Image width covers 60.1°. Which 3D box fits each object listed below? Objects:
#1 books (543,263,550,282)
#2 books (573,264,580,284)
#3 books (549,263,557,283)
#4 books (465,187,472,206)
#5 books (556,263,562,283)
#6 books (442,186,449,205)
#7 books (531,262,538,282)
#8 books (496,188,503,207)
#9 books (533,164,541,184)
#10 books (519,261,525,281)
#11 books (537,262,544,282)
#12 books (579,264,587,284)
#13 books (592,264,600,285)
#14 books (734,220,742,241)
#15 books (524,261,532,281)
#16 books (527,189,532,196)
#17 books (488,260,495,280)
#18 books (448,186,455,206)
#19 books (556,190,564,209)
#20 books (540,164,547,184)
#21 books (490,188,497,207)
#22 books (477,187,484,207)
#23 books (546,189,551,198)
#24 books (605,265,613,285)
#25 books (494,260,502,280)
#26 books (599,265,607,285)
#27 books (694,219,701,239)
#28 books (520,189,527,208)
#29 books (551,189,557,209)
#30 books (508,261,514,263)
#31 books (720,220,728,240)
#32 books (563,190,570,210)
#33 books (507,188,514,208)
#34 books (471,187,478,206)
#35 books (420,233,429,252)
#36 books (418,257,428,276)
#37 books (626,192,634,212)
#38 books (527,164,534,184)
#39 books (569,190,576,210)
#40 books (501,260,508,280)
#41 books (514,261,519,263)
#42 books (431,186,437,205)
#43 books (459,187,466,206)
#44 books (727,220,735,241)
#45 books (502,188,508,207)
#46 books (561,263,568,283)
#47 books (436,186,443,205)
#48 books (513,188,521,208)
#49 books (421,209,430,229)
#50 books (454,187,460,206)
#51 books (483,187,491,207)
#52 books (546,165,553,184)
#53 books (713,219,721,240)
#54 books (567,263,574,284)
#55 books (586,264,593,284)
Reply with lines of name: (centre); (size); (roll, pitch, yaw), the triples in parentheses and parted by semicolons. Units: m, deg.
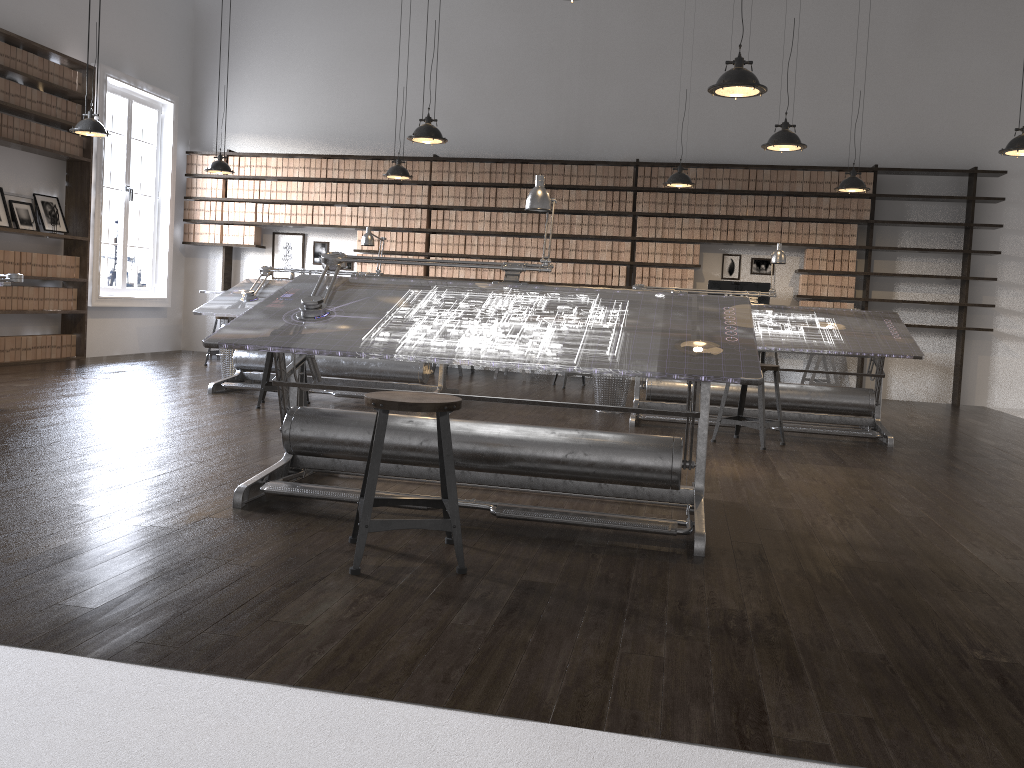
books: (0.403, -1.262, 10.039); (0.067, 0.225, 0.175); (4, 4, 11)
books: (0.736, -1.238, 9.976); (0.067, 0.225, 0.175); (4, 4, 11)
books: (0.471, -1.256, 10.022); (0.067, 0.225, 0.175); (4, 4, 11)
books: (-0.481, -2.141, 10.183); (0.067, 0.225, 0.175); (4, 4, 11)
books: (0.543, -1.251, 10.010); (0.067, 0.225, 0.175); (4, 4, 11)
books: (-0.746, -2.160, 10.229); (0.067, 0.225, 0.175); (4, 4, 11)
books: (0.266, -1.271, 10.063); (0.067, 0.225, 0.175); (4, 4, 11)
books: (-0.126, -2.115, 10.116); (0.067, 0.225, 0.175); (4, 4, 11)
books: (0.294, -2.362, 10.024); (0.067, 0.225, 0.175); (4, 4, 11)
books: (0.123, -1.281, 10.087); (0.067, 0.225, 0.175); (4, 4, 11)
books: (0.335, -1.267, 10.054); (0.067, 0.225, 0.175); (4, 4, 11)
books: (0.806, -1.233, 9.963); (0.067, 0.225, 0.175); (4, 4, 11)
books: (0.945, -1.223, 9.937); (0.067, 0.225, 0.175); (4, 4, 11)
books: (2.455, -1.660, 9.632); (0.067, 0.225, 0.175); (4, 4, 11)
books: (0.194, -1.276, 10.073); (0.067, 0.225, 0.175); (4, 4, 11)
books: (0.214, -2.090, 10.046); (0.067, 0.225, 0.175); (4, 4, 11)
books: (-0.218, -1.306, 10.154); (0.067, 0.225, 0.175); (4, 4, 11)
books: (-0.675, -2.154, 10.217); (0.067, 0.225, 0.175); (4, 4, 11)
books: (0.550, -2.066, 9.986); (0.067, 0.225, 0.175); (4, 4, 11)
books: (0.363, -2.357, 10.015); (0.067, 0.225, 0.175); (4, 4, 11)
books: (-0.200, -2.120, 10.124); (0.067, 0.225, 0.175); (4, 4, 11)
books: (-0.343, -2.130, 10.152); (0.067, 0.225, 0.175); (4, 4, 11)
books: (0.412, -2.076, 10.007); (0.067, 0.225, 0.175); (4, 4, 11)
books: (1.092, -1.212, 9.909); (0.067, 0.225, 0.175); (4, 4, 11)
books: (-0.148, -1.301, 10.145); (0.067, 0.225, 0.175); (4, 4, 11)
books: (1.018, -1.217, 9.917); (0.067, 0.225, 0.175); (4, 4, 11)
books: (2.033, -1.690, 9.706); (0.067, 0.225, 0.175); (4, 4, 11)
books: (0.142, -2.096, 10.061); (0.067, 0.225, 0.175); (4, 4, 11)
books: (0.482, -2.071, 10.000); (0.067, 0.225, 0.175); (4, 4, 11)
books: (-0.002, -1.291, 10.117); (0.067, 0.225, 0.175); (4, 4, 11)
books: (2.309, -1.671, 9.660); (0.067, 0.225, 0.175); (4, 4, 11)
books: (0.618, -2.061, 9.969); (0.067, 0.225, 0.175); (4, 4, 11)
books: (-0.001, -2.106, 10.085); (0.067, 0.225, 0.175); (4, 4, 11)
books: (-0.411, -2.136, 10.170); (0.067, 0.225, 0.175); (4, 4, 11)
books: (-1.011, -1.634, 10.294); (0.067, 0.225, 0.175); (4, 4, 11)
books: (-1.029, -1.365, 10.308); (0.067, 0.225, 0.175); (4, 4, 11)
books: (1.312, -2.011, 9.839); (0.067, 0.225, 0.175); (4, 4, 11)
books: (0.222, -2.367, 10.034); (0.067, 0.225, 0.175); (4, 4, 11)
books: (0.690, -2.056, 9.957); (0.067, 0.225, 0.175); (4, 4, 11)
books: (-0.075, -1.296, 10.126); (0.067, 0.225, 0.175); (4, 4, 11)
books: (0.062, -1.286, 10.103); (0.067, 0.225, 0.175); (4, 4, 11)
books: (-0.882, -2.170, 10.261); (0.067, 0.225, 0.175); (4, 4, 11)
books: (-0.548, -2.145, 10.190); (0.067, 0.225, 0.175); (4, 4, 11)
books: (2.381, -1.665, 9.641); (0.067, 0.225, 0.175); (4, 4, 11)
books: (-0.062, -2.110, 10.101); (0.067, 0.225, 0.175); (4, 4, 11)
books: (0.605, -1.247, 10.000); (0.067, 0.225, 0.175); (4, 4, 11)
books: (-0.814, -2.165, 10.246); (0.067, 0.225, 0.175); (4, 4, 11)
books: (0.070, -2.100, 10.072); (0.067, 0.225, 0.175); (4, 4, 11)
books: (-0.997, -1.910, 10.290); (0.067, 0.225, 0.175); (4, 4, 11)
books: (-0.613, -2.150, 10.207); (0.067, 0.225, 0.175); (4, 4, 11)
books: (-0.272, -2.126, 10.144); (0.067, 0.225, 0.175); (4, 4, 11)
books: (0.431, -2.352, 10.000); (0.067, 0.225, 0.175); (4, 4, 11)
books: (2.238, -1.676, 9.669); (0.067, 0.225, 0.175); (4, 4, 11)
books: (0.669, -1.242, 9.983); (0.067, 0.225, 0.175); (4, 4, 11)
books: (0.875, -1.227, 9.946); (0.067, 0.225, 0.175); (4, 4, 11)
